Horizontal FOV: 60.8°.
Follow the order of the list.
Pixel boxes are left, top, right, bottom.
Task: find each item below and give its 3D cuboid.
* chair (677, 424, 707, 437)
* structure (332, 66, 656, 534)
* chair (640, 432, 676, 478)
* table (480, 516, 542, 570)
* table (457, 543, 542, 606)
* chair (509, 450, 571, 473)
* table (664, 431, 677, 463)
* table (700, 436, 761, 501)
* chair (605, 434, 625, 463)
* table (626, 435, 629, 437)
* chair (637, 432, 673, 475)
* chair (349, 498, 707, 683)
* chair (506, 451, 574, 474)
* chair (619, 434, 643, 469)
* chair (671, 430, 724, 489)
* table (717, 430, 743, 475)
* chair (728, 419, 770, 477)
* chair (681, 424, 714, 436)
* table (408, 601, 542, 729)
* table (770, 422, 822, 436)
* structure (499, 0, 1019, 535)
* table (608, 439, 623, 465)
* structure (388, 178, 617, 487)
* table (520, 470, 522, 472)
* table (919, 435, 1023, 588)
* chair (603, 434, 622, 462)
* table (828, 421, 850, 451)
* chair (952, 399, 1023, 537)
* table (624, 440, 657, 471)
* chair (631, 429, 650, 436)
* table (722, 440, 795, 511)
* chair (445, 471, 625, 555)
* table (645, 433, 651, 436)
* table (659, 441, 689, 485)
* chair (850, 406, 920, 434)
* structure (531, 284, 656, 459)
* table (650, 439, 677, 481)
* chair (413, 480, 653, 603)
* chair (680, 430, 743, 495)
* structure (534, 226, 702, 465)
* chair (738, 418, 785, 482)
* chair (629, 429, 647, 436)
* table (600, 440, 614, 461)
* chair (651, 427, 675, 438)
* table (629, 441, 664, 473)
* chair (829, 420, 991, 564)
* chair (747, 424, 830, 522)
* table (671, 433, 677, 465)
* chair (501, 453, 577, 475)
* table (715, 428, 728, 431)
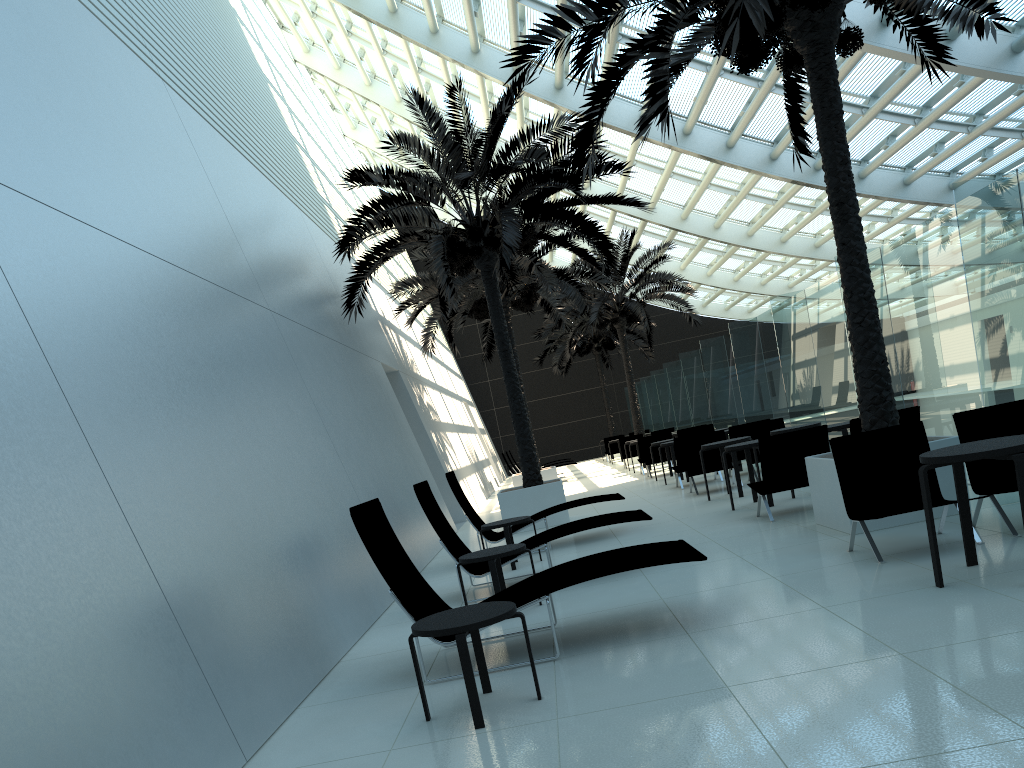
[{"bbox_3d":[4.274,1.463,20.735,0.717,0.894,0.880,-12,1,2],"label":"chair"},{"bbox_3d":[-0.169,-1.155,13.278,4.586,6.887,4.293,-13,4,-19],"label":"structure"},{"bbox_3d":[3.287,1.553,19.095,0.717,0.894,0.880,-12,1,2],"label":"chair"},{"bbox_3d":[-0.020,1.776,9.696,0.562,0.521,0.542,-11,1,45],"label":"table"},{"bbox_3d":[-0.110,1.616,7.125,0.562,0.521,0.542,-11,1,45],"label":"table"},{"bbox_3d":[1.012,2.654,30.204,2.041,1.167,0.913,-12,2,3],"label":"chair"},{"bbox_3d":[4.392,1.677,23.346,0.690,0.787,0.664,-10,3,41],"label":"table"},{"bbox_3d":[3.048,1.179,12.161,0.690,0.787,0.664,-10,3,41],"label":"table"},{"bbox_3d":[3.683,2.254,30.361,0.717,0.894,0.880,-12,1,2],"label":"chair"},{"bbox_3d":[4.729,2.291,33.183,0.665,0.787,0.689,-13,3,-40],"label":"table"},{"bbox_3d":[3.361,1.656,20.790,0.717,0.894,0.880,-12,1,2],"label":"chair"},{"bbox_3d":[0.149,1.127,5.658,2.041,1.167,0.913,-12,2,3],"label":"chair"},{"bbox_3d":[0.919,2.489,27.553,2.041,1.167,0.913,-12,2,3],"label":"chair"},{"bbox_3d":[3.483,1.901,24.673,0.717,0.894,0.880,-12,1,2],"label":"chair"},{"bbox_3d":[3.163,1.305,15.151,0.717,0.894,0.880,-12,1,2],"label":"chair"},{"bbox_3d":[4.135,1.239,16.278,0.690,0.787,0.664,-10,3,45],"label":"table"},{"bbox_3d":[4.075,1.112,15.097,0.717,0.894,0.880,-12,1,2],"label":"chair"},{"bbox_3d":[4.200,1.360,19.040,0.717,0.894,0.880,-12,1,2],"label":"chair"},{"bbox_3d":[-0.201,1.456,4.555,0.562,0.521,0.542,-11,1,45],"label":"table"},{"bbox_3d":[3.997,0.978,12.104,0.690,0.787,0.664,-10,3,41],"label":"table"},{"bbox_3d":[2.704,-2.257,7.368,4.877,7.075,4.354,-10,4,21],"label":"structure"},{"bbox_3d":[3.642,2.230,29.066,0.690,0.787,0.664,-10,3,41],"label":"table"},{"bbox_3d":[-0.165,-0.769,19.283,4.350,6.948,4.525,-9,4,36],"label":"structure"},{"bbox_3d":[0.569,2.818,26.450,0.562,0.521,0.542,-11,1,45],"label":"table"},{"bbox_3d":[2.798,0.738,5.071,0.665,0.787,0.689,-13,3,-40],"label":"table"},{"bbox_3d":[3.757,2.357,32.056,0.717,0.894,0.880,-12,1,2],"label":"chair"},{"bbox_3d":[3.931,0.879,10.489,0.690,0.787,0.664,-10,3,45],"label":"table"},{"bbox_3d":[3.748,0.560,6.185,0.717,0.894,0.880,-12,1,2],"label":"chair"},{"bbox_3d":[3.443,1.878,23.403,0.690,0.787,0.664,-10,3,41],"label":"table"},{"bbox_3d":[4.596,2.061,30.306,0.717,0.894,0.880,-12,1,2],"label":"chair"},{"bbox_3d":[2.982,1.080,10.546,0.690,0.787,0.664,-10,3,45],"label":"table"},{"bbox_3d":[0.330,1.447,10.799,2.041,1.167,0.913,-12,2,3],"label":"chair"},{"bbox_3d":[4.591,2.029,29.009,0.690,0.787,0.664,-10,3,41],"label":"table"},{"bbox_3d":[3.185,1.440,16.335,0.690,0.787,0.664,-10,3,45],"label":"table"},{"bbox_3d":[3.872,0.752,9.307,0.717,0.894,0.880,-12,1,2],"label":"chair"},{"bbox_3d":[3.683,-0.565,34.635,4.403,7.073,4.828,-13,3,-19],"label":"structure"},{"bbox_3d":[3.246,1.530,17.799,0.690,0.787,0.664,-10,3,41],"label":"table"},{"bbox_3d":[0.240,1.287,8.229,2.041,1.167,0.913,-12,2,3],"label":"chair"},{"bbox_3d":[3.088,1.202,13.444,0.717,0.894,0.880,-12,1,2],"label":"chair"},{"bbox_3d":[3.371,-1.066,26.498,4.812,7.075,4.414,-12,3,-4],"label":"structure"},{"bbox_3d":[4.001,1.009,13.389,0.717,0.894,0.880,-12,1,2],"label":"chair"},{"bbox_3d":[4.670,2.164,32.001,0.717,0.894,0.880,-12,1,2],"label":"chair"},{"bbox_3d":[3.780,2.492,33.240,0.665,0.787,0.689,-13,3,-40],"label":"table"},{"bbox_3d":[4.396,1.707,24.619,0.717,0.894,0.880,-12,1,2],"label":"chair"},{"bbox_3d":[3.384,1.791,21.973,0.690,0.787,0.664,-10,3,45],"label":"table"},{"bbox_3d":[2.835,0.754,6.239,0.717,0.894,0.880,-12,1,2],"label":"chair"},{"bbox_3d":[2.959,0.945,9.362,0.717,0.894,0.880,-12,1,2],"label":"chair"},{"bbox_3d":[4.333,1.590,21.916,0.690,0.787,0.664,-10,3,45],"label":"table"},{"bbox_3d":[0.829,2.329,24.983,2.041,1.167,0.913,-12,2,3],"label":"chair"},{"bbox_3d":[4.195,1.329,17.742,0.690,0.787,0.664,-10,3,41],"label":"table"}]
